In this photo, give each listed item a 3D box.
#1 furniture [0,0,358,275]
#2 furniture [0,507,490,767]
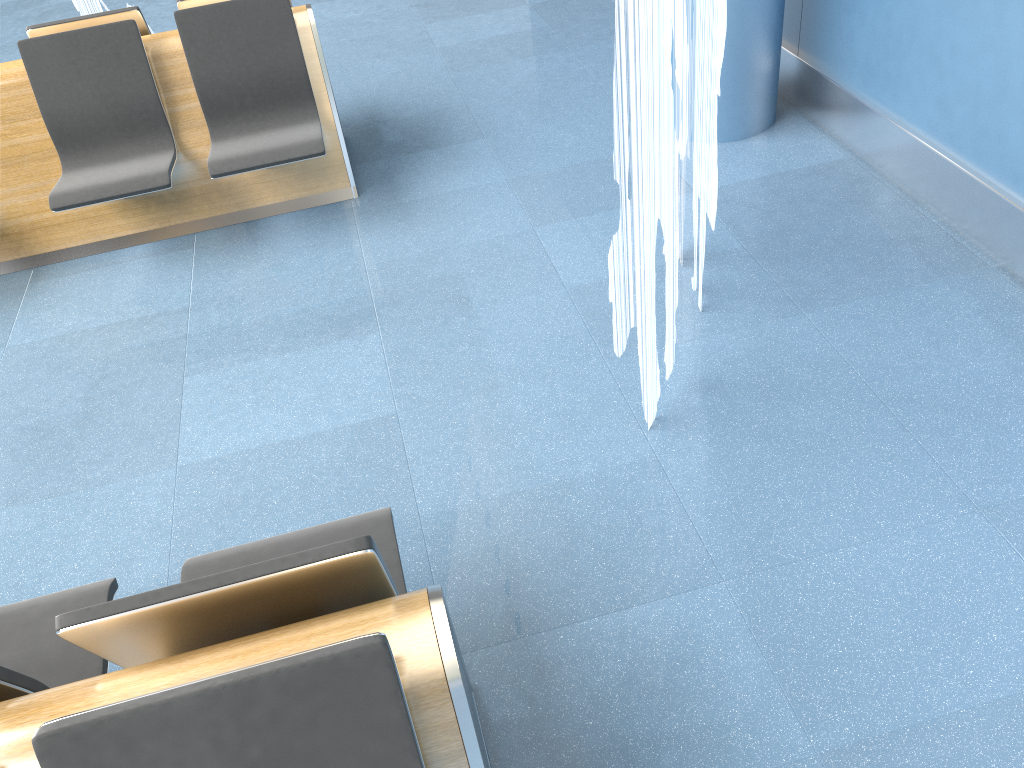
[{"bbox_3d":[-1.970,-1.181,4.094,2.281,0.896,1.301,-14,40,-6],"label":"furniture"},{"bbox_3d":[-1.167,0.887,1.490,2.281,0.896,1.301,-14,40,-6],"label":"furniture"}]
